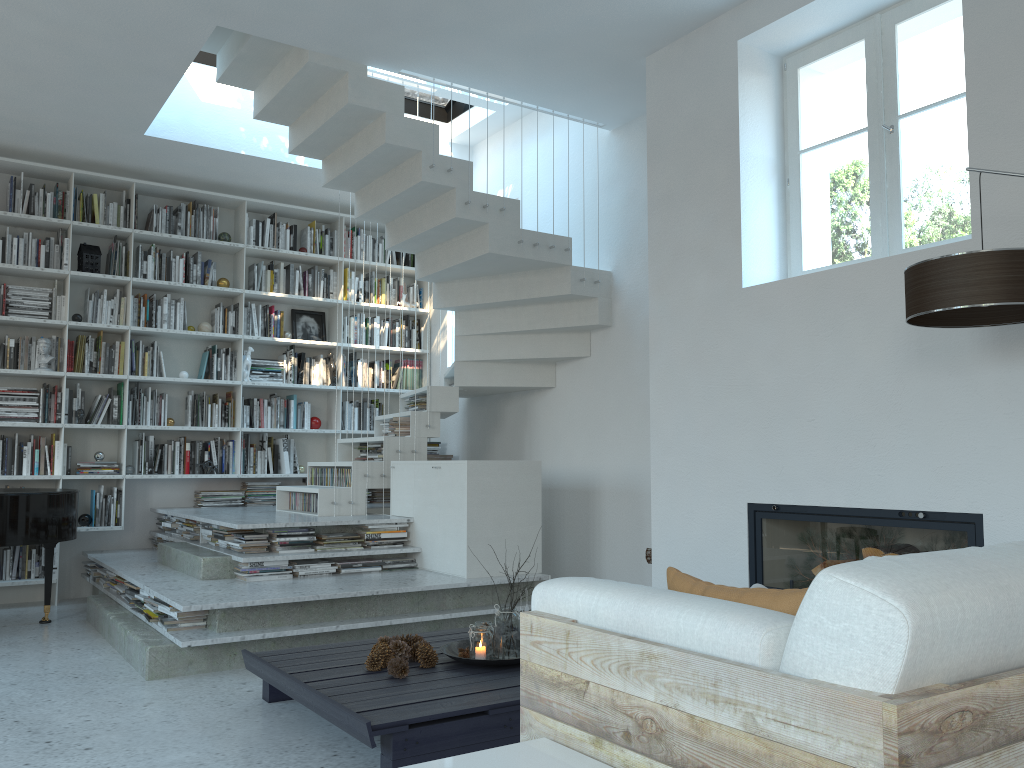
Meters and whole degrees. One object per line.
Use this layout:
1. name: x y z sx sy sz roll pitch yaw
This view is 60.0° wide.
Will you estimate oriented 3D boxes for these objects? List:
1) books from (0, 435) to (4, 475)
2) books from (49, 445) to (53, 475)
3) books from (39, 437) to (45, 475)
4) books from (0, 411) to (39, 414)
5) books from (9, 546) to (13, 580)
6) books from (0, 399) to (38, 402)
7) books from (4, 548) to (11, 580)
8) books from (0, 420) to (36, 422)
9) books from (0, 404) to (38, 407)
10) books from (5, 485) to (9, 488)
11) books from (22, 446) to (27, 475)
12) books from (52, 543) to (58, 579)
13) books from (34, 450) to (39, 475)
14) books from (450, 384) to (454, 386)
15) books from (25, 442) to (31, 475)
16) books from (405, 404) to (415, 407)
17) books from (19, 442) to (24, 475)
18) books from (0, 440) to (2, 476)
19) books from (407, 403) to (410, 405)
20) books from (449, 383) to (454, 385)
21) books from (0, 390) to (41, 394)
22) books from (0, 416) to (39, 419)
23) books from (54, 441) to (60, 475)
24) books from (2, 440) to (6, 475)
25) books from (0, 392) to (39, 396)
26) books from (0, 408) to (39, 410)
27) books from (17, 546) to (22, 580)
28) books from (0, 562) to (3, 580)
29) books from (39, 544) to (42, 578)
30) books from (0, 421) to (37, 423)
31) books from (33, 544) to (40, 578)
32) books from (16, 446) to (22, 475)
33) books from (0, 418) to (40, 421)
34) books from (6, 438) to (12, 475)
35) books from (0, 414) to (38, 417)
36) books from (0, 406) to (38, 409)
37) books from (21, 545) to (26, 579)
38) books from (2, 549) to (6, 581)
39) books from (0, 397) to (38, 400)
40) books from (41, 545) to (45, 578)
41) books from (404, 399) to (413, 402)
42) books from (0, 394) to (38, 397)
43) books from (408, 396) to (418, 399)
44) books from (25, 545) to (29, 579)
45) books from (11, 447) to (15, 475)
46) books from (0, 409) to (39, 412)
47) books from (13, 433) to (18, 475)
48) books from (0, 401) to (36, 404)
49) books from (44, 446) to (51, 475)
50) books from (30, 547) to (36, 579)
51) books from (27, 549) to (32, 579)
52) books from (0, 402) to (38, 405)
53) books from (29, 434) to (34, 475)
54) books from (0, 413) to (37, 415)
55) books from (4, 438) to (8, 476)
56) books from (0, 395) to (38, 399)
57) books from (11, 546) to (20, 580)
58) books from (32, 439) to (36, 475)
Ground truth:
1. books: -3.611 0.503 6.271 0.014 0.286 0.134 3 -5 -33
2. books: -3.338 0.551 6.417 0.011 0.216 0.166 3 -6 -33
3. books: -3.394 0.521 6.394 0.026 0.272 0.175 3 -6 -33
4. books: -3.547 0.206 6.330 0.285 0.012 0.159 3 -6 -33
5. books: -3.528 1.222 6.237 0.011 0.292 0.184 3 -6 -33
6. books: -3.543 0.122 6.331 0.254 0.012 0.161 4 -6 -36
7. books: -3.544 1.262 6.222 0.029 0.209 0.170 3 -6 -33
8. books: -3.544 0.265 6.321 0.254 0.012 0.161 3 -6 -31
9. books: -3.540 0.158 6.325 0.254 0.012 0.161 4 -7 -38
10. books: -3.532 0.862 6.194 0.013 0.303 0.181 3 -6 -33
11. books: -3.482 0.549 6.325 0.023 0.204 0.167 3 -6 -33
12. books: -3.281 1.242 6.332 0.038 0.268 0.277 3 -6 -33
13. books: -3.417 0.563 6.361 0.023 0.183 0.169 3 -6 -33
14. books: -0.402 0.014 7.172 0.150 0.017 0.288 2 -5 -18
15. books: -3.462 0.535 6.339 0.023 0.234 0.175 3 -6 -33
16. books: -0.722 0.170 6.943 0.171 0.011 0.232 2 -6 -22
17. books: -3.504 0.534 6.326 0.014 0.235 0.154 3 -6 -33
18. books: -3.614 0.520 6.239 0.026 0.245 0.191 3 -6 -33
19. books: -0.720 0.154 6.944 0.168 0.005 0.292 1 -5 -15
20. books: -0.397 0.001 7.175 0.160 0.008 0.239 2 -6 -24
21. books: -3.540 0.061 6.331 0.285 0.012 0.159 4 -7 -38
22. books: -3.546 0.241 6.325 0.285 0.012 0.159 4 -6 -34
23. books: -3.308 0.538 6.432 0.033 0.246 0.176 3 -6 -33
24. books: -3.597 0.520 6.271 0.011 0.251 0.158 3 -6 -33
25. books: -3.544 0.073 6.336 0.285 0.012 0.159 3 -6 -31
26. books: -3.544 0.182 6.328 0.285 0.012 0.159 3 -6 -31
27. books: -3.478 1.212 6.264 0.013 0.316 0.186 3 -5 -33
28. books: -3.596 1.261 6.220 0.040 0.212 0.129 3 -6 -33
29. books: -3.379 1.250 6.341 0.013 0.256 0.176 3 -6 -33
30. books: -3.542 0.277 6.317 0.254 0.012 0.161 4 -7 -37
31. books: -3.401 1.263 6.335 0.028 0.227 0.162 3 -6 -33
32. books: -3.514 0.546 6.305 0.024 0.207 0.183 3 -6 -33
33. books: -3.541 0.253 6.316 0.285 0.012 0.159 4 -7 -38
34. books: -3.562 0.514 6.273 0.028 0.264 0.161 3 -6 -33
35. books: -3.541 0.229 6.318 0.285 0.012 0.159 3 -6 -28
36. books: -3.540 0.170 6.323 0.285 0.012 0.159 3 -6 -28
37. books: -3.474 1.254 6.292 0.028 0.238 0.140 3 -6 -33
38. books: -3.558 1.263 6.207 0.010 0.205 0.180 3 -6 -33
39. books: -3.542 0.110 6.330 0.254 0.012 0.161 4 -7 -37
40. books: -3.359 1.269 6.345 0.029 0.217 0.191 3 -6 -33
41. books: -0.726 0.127 6.945 0.190 0.015 0.230 2 -5 -19
42. books: -3.542 0.085 6.332 0.254 0.012 0.161 4 -7 -37
43. books: -0.716 0.112 6.949 0.165 0.014 0.236 2 -5 -16
44. books: -3.449 1.244 6.291 0.011 0.258 0.171 3 -6 -33
45. books: -3.550 0.547 6.297 0.021 0.202 0.128 3 -6 -33
46. books: -3.546 0.194 6.329 0.285 0.012 0.159 3 -6 -32
47. books: -3.531 0.500 6.301 0.012 0.296 0.178 3 -6 -33
48. books: -3.543 0.134 6.330 0.254 0.012 0.161 3 -6 -30
49. books: -3.359 0.552 6.401 0.042 0.212 0.169 3 -6 -33
50. books: -3.415 1.272 6.311 0.022 0.205 0.191 3 -6 -33
51. books: -3.440 1.279 6.307 0.024 0.191 0.155 3 -6 -33
52. books: -3.540 0.146 6.325 0.285 0.012 0.159 3 -6 -28
53. books: -3.453 0.507 6.361 0.014 0.293 0.137 3 -5 -33
54. books: -3.541 0.217 6.320 0.254 0.012 0.161 4 -7 -38
55. books: -3.582 0.515 6.269 0.010 0.261 0.181 3 -6 -33
56. books: -3.543 0.097 6.333 0.254 0.012 0.161 4 -6 -36
57. books: -3.499 1.243 6.242 0.044 0.251 0.187 3 -6 -33
58. books: -3.446 0.527 6.374 0.014 0.256 0.145 3 -5 -33
